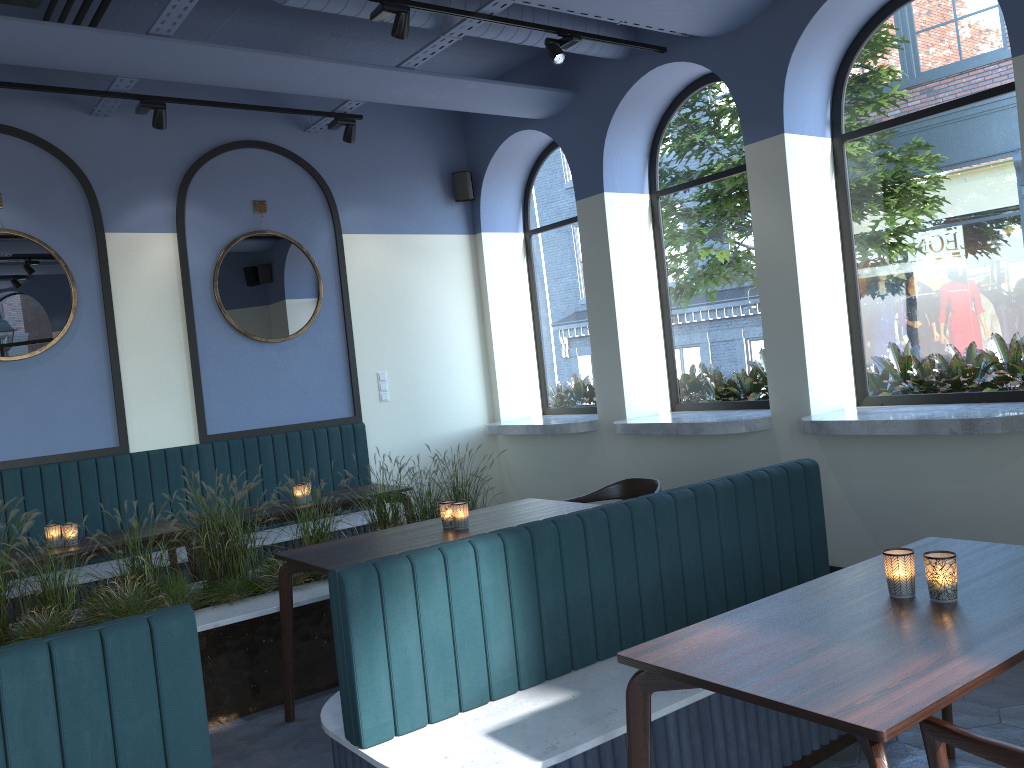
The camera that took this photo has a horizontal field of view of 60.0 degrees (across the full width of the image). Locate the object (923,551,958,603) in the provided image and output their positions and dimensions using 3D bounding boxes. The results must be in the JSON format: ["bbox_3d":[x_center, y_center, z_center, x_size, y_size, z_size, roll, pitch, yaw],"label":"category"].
[{"bbox_3d":[1.109,0.498,2.289,0.078,0.120,0.078,-6,1,-19],"label":"object"}]

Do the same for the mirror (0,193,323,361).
[{"bbox_3d":[-3.266,-0.694,5.740,4.357,1.089,0.026,-7,1,-36],"label":"mirror"}]

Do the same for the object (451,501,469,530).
[{"bbox_3d":[-0.236,0.604,4.071,0.078,0.120,0.078,-6,1,-19],"label":"object"}]

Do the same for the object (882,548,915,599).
[{"bbox_3d":[1.035,0.505,2.364,0.078,0.120,0.078,-6,1,-19],"label":"object"}]

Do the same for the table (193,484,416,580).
[{"bbox_3d":[-1.269,1.121,5.637,1.332,0.755,0.548,-7,1,-36],"label":"table"}]

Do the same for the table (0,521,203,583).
[{"bbox_3d":[-2.393,1.253,4.814,1.332,0.755,0.548,-7,1,-36],"label":"table"}]

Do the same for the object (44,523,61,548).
[{"bbox_3d":[-2.494,0.824,4.822,0.078,0.120,0.078,-5,1,37],"label":"object"}]

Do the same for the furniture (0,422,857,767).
[{"bbox_3d":[-1.711,1.001,3.887,4.800,1.150,4.703,-7,1,-36],"label":"furniture"}]

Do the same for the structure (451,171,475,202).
[{"bbox_3d":[-3.174,-1.334,1.786,7.261,0.268,13.143,-5,1,37],"label":"structure"}]

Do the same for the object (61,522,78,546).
[{"bbox_3d":[-2.397,0.814,4.812,0.078,0.120,0.078,-5,1,37],"label":"object"}]

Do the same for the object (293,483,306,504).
[{"bbox_3d":[-1.331,0.690,5.563,0.078,0.120,0.078,-5,1,37],"label":"object"}]

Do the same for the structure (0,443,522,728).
[{"bbox_3d":[-1.913,0.989,4.162,4.878,1.207,1.143,-7,1,-35],"label":"structure"}]

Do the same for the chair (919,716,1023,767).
[{"bbox_3d":[1.165,0.928,1.587,0.618,0.793,0.525,-6,1,-12],"label":"chair"}]

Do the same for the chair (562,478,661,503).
[{"bbox_3d":[0.559,0.932,4.692,0.525,0.793,0.618,-7,1,-37],"label":"chair"}]

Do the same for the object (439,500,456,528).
[{"bbox_3d":[-0.297,0.609,4.147,0.078,0.120,0.078,-6,1,-19],"label":"object"}]

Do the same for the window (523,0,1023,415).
[{"bbox_3d":[0.274,-0.767,0.791,3.897,2.394,14.212,-6,1,15],"label":"window"}]

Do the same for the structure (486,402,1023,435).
[{"bbox_3d":[0.184,0.475,0.853,4.315,0.080,14.155,-6,1,15],"label":"structure"}]

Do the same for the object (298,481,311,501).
[{"bbox_3d":[-1.321,0.687,5.660,0.078,0.120,0.078,-5,1,37],"label":"object"}]

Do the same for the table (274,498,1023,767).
[{"bbox_3d":[-2.152,1.311,0.441,3.997,0.755,9.778,-5,1,38],"label":"table"}]
